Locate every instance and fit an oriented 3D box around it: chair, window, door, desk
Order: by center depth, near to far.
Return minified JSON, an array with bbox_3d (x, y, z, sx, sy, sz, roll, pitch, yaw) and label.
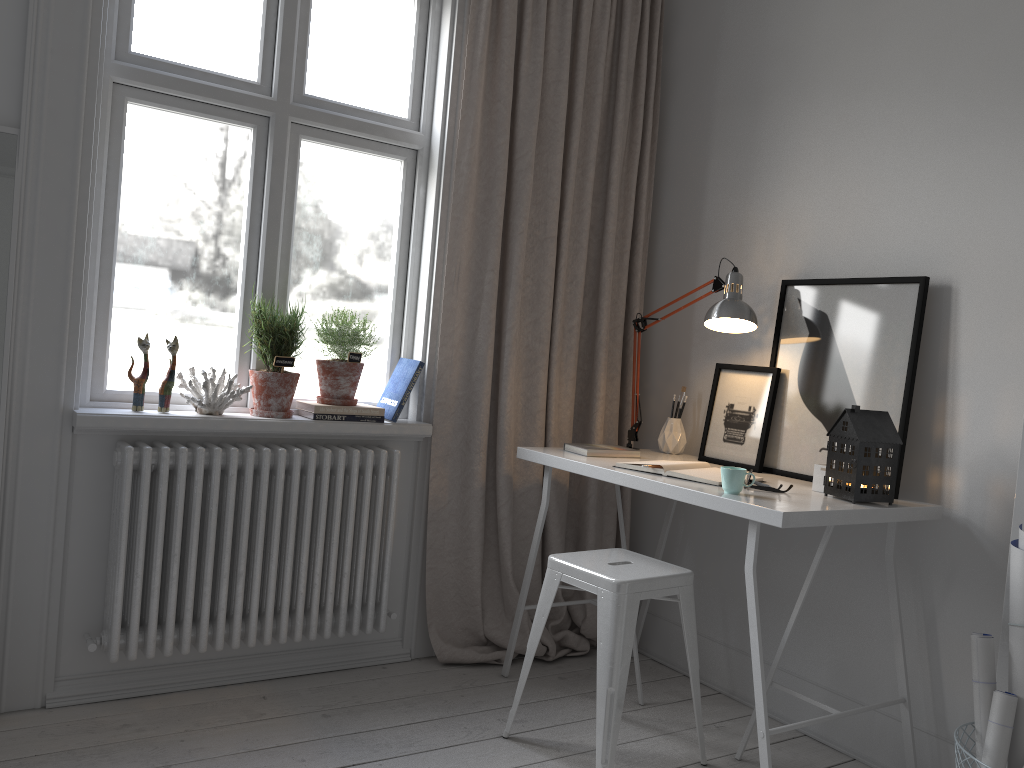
[{"bbox_3d":[1.447,-0.043,1.851,0.034,2.326,0.678,3,2,-42],"label":"door"},{"bbox_3d":[0.278,0.758,2.465,0.409,0.527,0.407,4,2,-38],"label":"chair"},{"bbox_3d":[0.552,0.652,2.649,0.641,0.776,1.163,4,2,-34],"label":"desk"},{"bbox_3d":[-0.755,-0.662,2.808,1.047,1.536,0.079,4,2,-34],"label":"window"}]

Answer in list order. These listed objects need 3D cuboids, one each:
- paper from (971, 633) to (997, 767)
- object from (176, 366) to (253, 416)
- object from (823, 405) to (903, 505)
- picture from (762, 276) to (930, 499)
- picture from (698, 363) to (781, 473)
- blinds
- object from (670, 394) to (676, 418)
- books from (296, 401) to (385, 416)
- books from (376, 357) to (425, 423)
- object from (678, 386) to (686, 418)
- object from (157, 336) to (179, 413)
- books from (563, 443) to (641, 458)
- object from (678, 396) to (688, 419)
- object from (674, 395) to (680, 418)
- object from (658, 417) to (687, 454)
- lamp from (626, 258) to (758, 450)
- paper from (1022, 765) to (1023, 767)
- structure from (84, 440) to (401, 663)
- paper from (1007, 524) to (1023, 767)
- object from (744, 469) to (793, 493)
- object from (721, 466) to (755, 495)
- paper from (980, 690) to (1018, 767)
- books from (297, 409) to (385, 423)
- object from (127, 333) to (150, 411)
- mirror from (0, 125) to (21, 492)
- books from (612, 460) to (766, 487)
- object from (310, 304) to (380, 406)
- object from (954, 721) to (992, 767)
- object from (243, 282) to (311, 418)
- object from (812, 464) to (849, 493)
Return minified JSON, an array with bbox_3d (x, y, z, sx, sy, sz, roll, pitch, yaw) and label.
[{"bbox_3d":[1.048,0.834,1.949,0.046,0.546,0.166,5,2,-10],"label":"paper"},{"bbox_3d":[-0.884,0.023,2.635,0.212,0.149,0.186,4,2,-25],"label":"object"},{"bbox_3d":[0.916,0.181,2.318,0.135,0.248,0.135,4,2,-18],"label":"object"},{"bbox_3d":[0.959,-0.009,2.629,0.062,0.614,0.493,4,2,-34],"label":"picture"},{"bbox_3d":[0.735,0.104,2.882,0.062,0.333,0.261,4,2,-34],"label":"picture"},{"bbox_3d":[0.167,-0.355,3.117,0.831,2.680,0.225,4,2,-34],"label":"blinds"},{"bbox_3d":[0.566,0.140,3.158,0.008,0.207,0.054,6,2,22],"label":"object"},{"bbox_3d":[-0.556,0.079,2.867,0.246,0.025,0.157,4,2,-31],"label":"books"},{"bbox_3d":[-0.381,0.017,2.977,0.101,0.211,0.175,4,2,-30],"label":"books"},{"bbox_3d":[0.592,0.126,3.152,0.028,0.239,0.023,4,2,-36],"label":"object"},{"bbox_3d":[-0.991,-0.030,2.568,0.045,0.224,0.052,5,2,8],"label":"object"},{"bbox_3d":[0.296,0.218,2.914,0.207,0.024,0.149,4,2,-27],"label":"books"},{"bbox_3d":[0.588,0.143,3.140,0.054,0.207,0.008,6,2,39],"label":"object"},{"bbox_3d":[0.578,0.142,3.161,0.008,0.207,0.054,7,2,44],"label":"object"},{"bbox_3d":[0.571,0.183,3.148,0.101,0.126,0.101,4,2,-34],"label":"object"},{"bbox_3d":[0.551,-0.049,2.954,0.164,0.745,0.568,4,2,-38],"label":"lamp"},{"bbox_3d":[1.076,0.855,1.861,0.239,0.358,0.047,4,2,-19],"label":"paper"},{"bbox_3d":[-0.786,0.482,2.729,0.935,0.600,0.216,4,2,-34],"label":"structure"},{"bbox_3d":[1.144,0.722,1.833,0.181,0.793,0.431,5,2,9],"label":"paper"},{"bbox_3d":[0.664,0.260,2.369,0.133,0.047,0.114,7,3,44],"label":"object"},{"bbox_3d":[0.564,0.246,2.240,0.064,0.065,0.082,4,2,-35],"label":"object"},{"bbox_3d":[1.030,0.844,1.905,0.129,0.361,0.047,3,3,-45],"label":"paper"},{"bbox_3d":[-0.556,0.102,2.875,0.245,0.022,0.156,4,2,-29],"label":"books"},{"bbox_3d":[-1.067,-0.036,2.541,0.052,0.224,0.045,6,2,33],"label":"object"},{"bbox_3d":[-1.597,0.095,2.119,0.668,1.554,0.145,4,2,-34],"label":"mirror"},{"bbox_3d":[0.502,0.247,2.557,0.358,0.029,0.291,7,3,42],"label":"books"},{"bbox_3d":[-0.539,-0.091,2.858,0.220,0.318,0.210,5,2,4],"label":"object"},{"bbox_3d":[1.100,0.943,1.825,0.374,0.350,0.375,4,2,-32],"label":"object"},{"bbox_3d":[-0.728,-0.103,2.735,0.183,0.410,0.199,6,2,17],"label":"object"},{"bbox_3d":[0.880,0.261,2.442,0.078,0.073,0.065,4,2,-38],"label":"object"}]
